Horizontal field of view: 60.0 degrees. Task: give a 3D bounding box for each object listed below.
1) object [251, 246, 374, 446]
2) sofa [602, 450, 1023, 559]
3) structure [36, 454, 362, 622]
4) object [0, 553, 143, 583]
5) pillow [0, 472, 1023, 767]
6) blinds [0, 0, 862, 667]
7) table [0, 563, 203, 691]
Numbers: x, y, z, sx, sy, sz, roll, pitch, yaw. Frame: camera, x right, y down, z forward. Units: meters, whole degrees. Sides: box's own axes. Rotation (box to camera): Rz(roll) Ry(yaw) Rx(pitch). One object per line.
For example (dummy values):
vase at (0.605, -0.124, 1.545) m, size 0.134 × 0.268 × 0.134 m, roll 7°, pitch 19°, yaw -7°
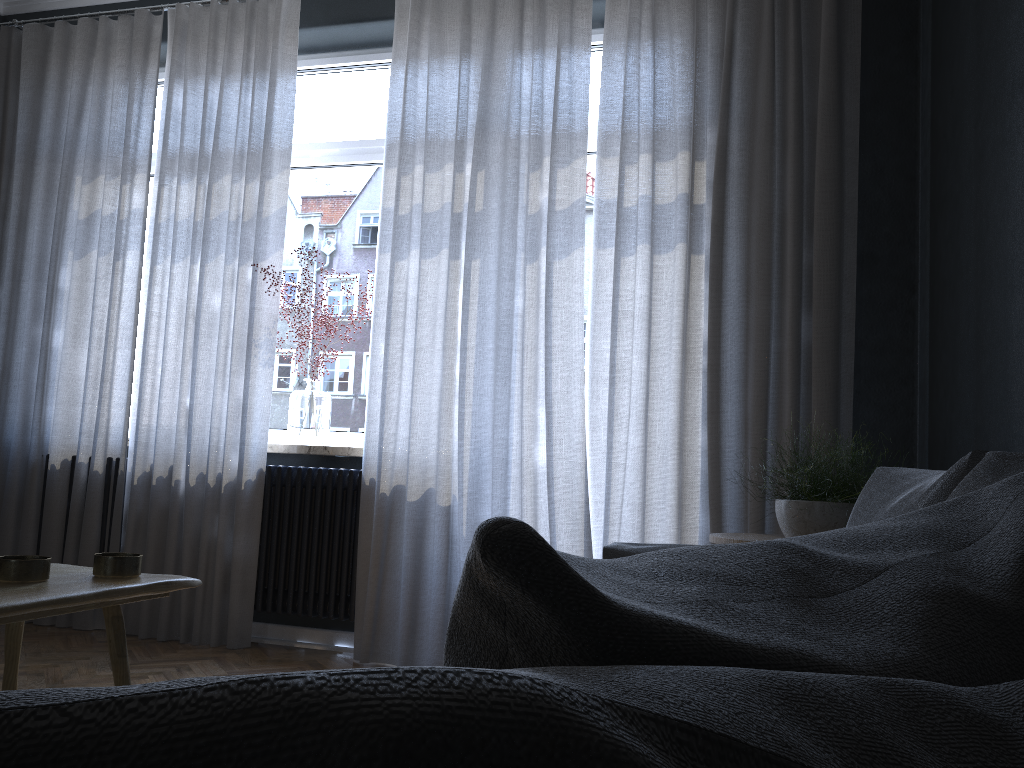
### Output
object at (-0.848, -0.143, 3.806) m, size 0.514 × 0.808 × 0.600 m, roll 4°, pitch -6°, yaw -10°
sofa at (0.339, 0.463, 1.048) m, size 0.970 × 0.797 × 2.344 m, roll 1°, pitch -6°, yaw 15°
structure at (-1.324, 0.637, 3.825) m, size 1.846 × 0.599 × 0.216 m, roll 1°, pitch -6°, yaw 16°
object at (-0.706, 0.270, 1.282) m, size 0.103 × 0.033 × 0.369 m, roll 0°, pitch -7°, yaw 26°
pillow at (0.131, 0.210, 0.483) m, size 0.442 × 0.361 × 0.799 m, roll -1°, pitch -7°, yaw 33°
blinds at (-0.624, -0.304, 3.667) m, size 3.992 × 2.784 × 0.313 m, roll 1°, pitch -6°, yaw 16°
table at (-0.783, 0.541, 1.133) m, size 0.339 × 0.549 × 0.789 m, roll 1°, pitch -6°, yaw 16°
